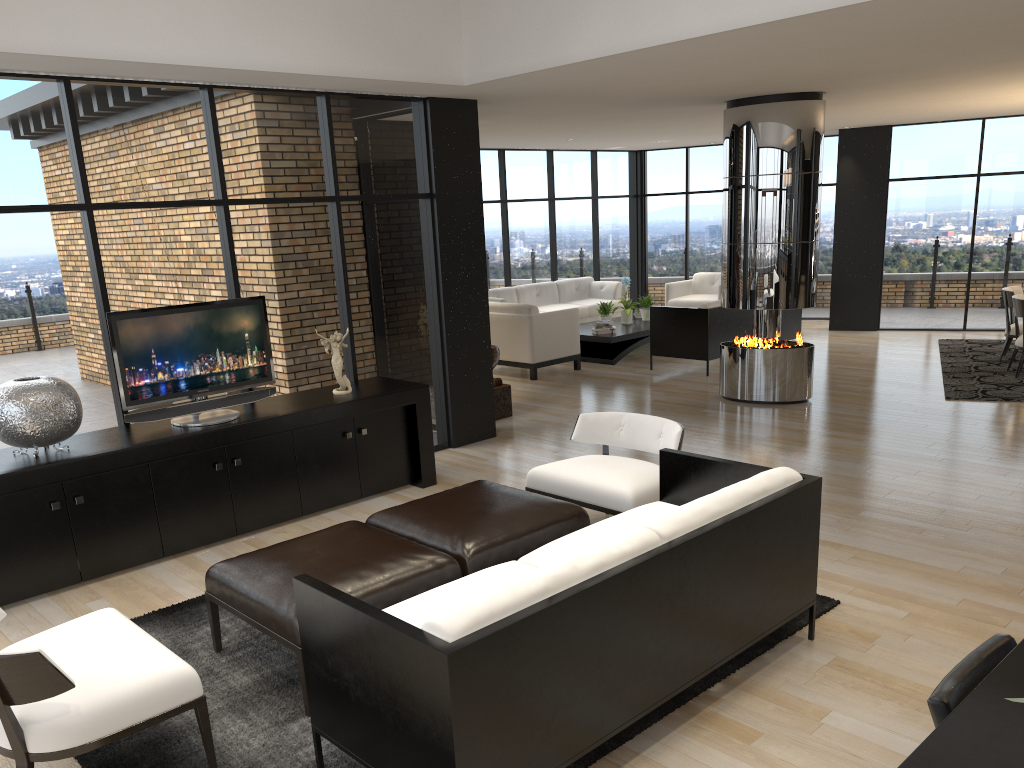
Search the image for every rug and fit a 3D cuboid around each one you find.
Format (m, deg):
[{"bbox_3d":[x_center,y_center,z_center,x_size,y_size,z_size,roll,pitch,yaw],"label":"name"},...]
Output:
[{"bbox_3d":[6.031,-0.176,9.289,2.711,0.011,3.648,2,12,24],"label":"rug"},{"bbox_3d":[-0.390,1.163,4.135,2.996,0.012,2.457,-13,15,-41],"label":"rug"}]

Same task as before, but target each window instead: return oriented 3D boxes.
[{"bbox_3d":[1.081,-1.892,6.628,10.079,4.897,15.615,5,14,33],"label":"window"}]

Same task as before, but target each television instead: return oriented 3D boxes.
[{"bbox_3d":[-1.905,-0.132,5.364,0.928,0.728,0.401,-9,16,-23],"label":"television"}]

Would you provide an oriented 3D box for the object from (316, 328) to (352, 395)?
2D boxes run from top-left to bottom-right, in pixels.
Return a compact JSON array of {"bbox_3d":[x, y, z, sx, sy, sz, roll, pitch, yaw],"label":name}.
[{"bbox_3d":[-1.175,-0.158,5.989,0.253,0.470,0.104,-16,20,-40],"label":"object"}]

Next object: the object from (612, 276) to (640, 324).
[{"bbox_3d":[1.550,-1.121,11.812,0.354,0.646,0.363,-9,16,-23],"label":"object"}]

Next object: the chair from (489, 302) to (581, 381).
[{"bbox_3d":[0.191,-0.580,10.673,0.844,0.876,0.991,-15,18,-42],"label":"chair"}]

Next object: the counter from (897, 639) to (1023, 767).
[{"bbox_3d":[1.711,0.465,1.546,3.076,0.032,1.168,-13,15,-41],"label":"counter"}]

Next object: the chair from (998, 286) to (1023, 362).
[{"bbox_3d":[5.672,-0.643,9.658,0.613,0.825,0.631,7,17,34],"label":"chair"}]

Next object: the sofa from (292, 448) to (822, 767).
[{"bbox_3d":[0.290,0.855,3.413,2.006,0.822,0.830,-13,17,-41],"label":"sofa"}]

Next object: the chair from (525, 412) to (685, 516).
[{"bbox_3d":[0.600,0.569,5.150,0.675,0.691,0.797,-15,18,-42],"label":"chair"}]

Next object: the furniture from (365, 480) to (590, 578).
[{"bbox_3d":[-0.174,0.834,4.506,0.817,0.494,0.820,-14,17,-42],"label":"furniture"}]

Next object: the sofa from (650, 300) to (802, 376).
[{"bbox_3d":[2.618,-0.689,10.722,2.006,0.822,0.830,-13,17,-41],"label":"sofa"}]

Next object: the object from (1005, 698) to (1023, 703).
[{"bbox_3d":[0.999,0.439,1.202,0.396,0.222,0.399,-7,13,-18],"label":"object"}]

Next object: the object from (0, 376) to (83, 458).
[{"bbox_3d":[-2.587,0.172,4.798,0.462,0.417,0.455,4,15,28],"label":"object"}]

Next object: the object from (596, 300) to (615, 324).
[{"bbox_3d":[1.227,-0.923,11.594,0.284,0.378,0.210,0,15,10],"label":"object"}]

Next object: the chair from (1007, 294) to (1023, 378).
[{"bbox_3d":[5.349,-0.477,8.892,0.615,0.825,0.628,2,15,17],"label":"chair"}]

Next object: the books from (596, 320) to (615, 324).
[{"bbox_3d":[1.176,-0.783,11.120,0.183,0.027,0.152,6,14,37],"label":"books"}]

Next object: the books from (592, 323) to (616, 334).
[{"bbox_3d":[1.163,-0.708,11.144,0.307,0.129,0.219,-4,12,-4],"label":"books"}]

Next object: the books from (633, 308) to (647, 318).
[{"bbox_3d":[1.851,-1.016,12.539,0.223,0.129,0.301,0,12,15],"label":"books"}]

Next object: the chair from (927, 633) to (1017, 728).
[{"bbox_3d":[1.104,1.057,1.743,0.469,0.986,0.514,-16,20,-41],"label":"chair"}]

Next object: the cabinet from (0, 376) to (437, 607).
[{"bbox_3d":[-1.876,0.586,5.547,3.001,0.758,0.615,-13,17,-41],"label":"cabinet"}]

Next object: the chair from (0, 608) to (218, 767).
[{"bbox_3d":[-1.593,1.076,3.130,0.675,0.691,0.797,-15,18,-42],"label":"chair"}]

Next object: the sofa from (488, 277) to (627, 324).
[{"bbox_3d":[0.526,-1.025,12.870,2.661,0.875,0.846,-13,17,-41],"label":"sofa"}]

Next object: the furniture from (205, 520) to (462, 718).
[{"bbox_3d":[-0.789,0.974,3.950,0.817,0.494,0.820,-14,17,-42],"label":"furniture"}]

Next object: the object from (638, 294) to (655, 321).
[{"bbox_3d":[1.847,-1.061,12.136,0.283,0.378,0.210,4,16,24],"label":"object"}]

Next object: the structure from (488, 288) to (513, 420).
[{"bbox_3d":[-0.467,-0.470,8.324,0.510,1.631,0.724,-17,20,-41],"label":"structure"}]

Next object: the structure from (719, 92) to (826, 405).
[{"bbox_3d":[2.408,-1.209,8.268,0.887,2.807,0.576,7,19,33],"label":"structure"}]

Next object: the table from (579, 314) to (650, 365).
[{"bbox_3d":[1.516,-0.626,11.903,2.006,0.359,1.252,-13,15,-42],"label":"table"}]

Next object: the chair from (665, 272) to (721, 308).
[{"bbox_3d":[2.910,-1.197,13.117,0.844,0.876,0.991,-15,18,-42],"label":"chair"}]
